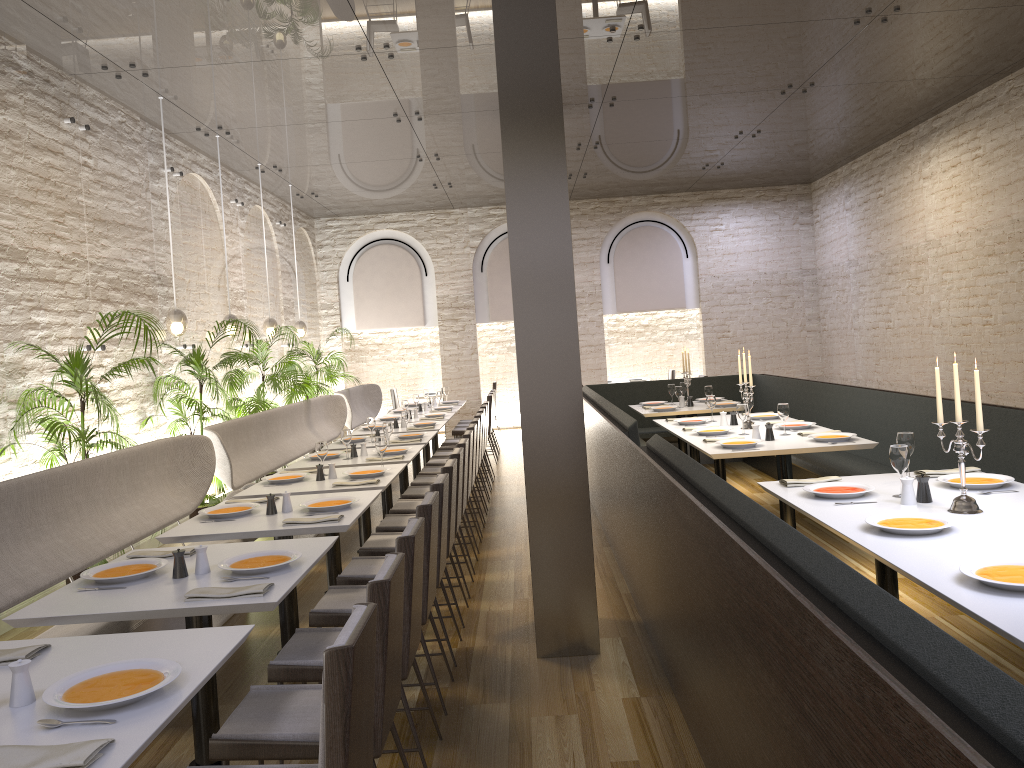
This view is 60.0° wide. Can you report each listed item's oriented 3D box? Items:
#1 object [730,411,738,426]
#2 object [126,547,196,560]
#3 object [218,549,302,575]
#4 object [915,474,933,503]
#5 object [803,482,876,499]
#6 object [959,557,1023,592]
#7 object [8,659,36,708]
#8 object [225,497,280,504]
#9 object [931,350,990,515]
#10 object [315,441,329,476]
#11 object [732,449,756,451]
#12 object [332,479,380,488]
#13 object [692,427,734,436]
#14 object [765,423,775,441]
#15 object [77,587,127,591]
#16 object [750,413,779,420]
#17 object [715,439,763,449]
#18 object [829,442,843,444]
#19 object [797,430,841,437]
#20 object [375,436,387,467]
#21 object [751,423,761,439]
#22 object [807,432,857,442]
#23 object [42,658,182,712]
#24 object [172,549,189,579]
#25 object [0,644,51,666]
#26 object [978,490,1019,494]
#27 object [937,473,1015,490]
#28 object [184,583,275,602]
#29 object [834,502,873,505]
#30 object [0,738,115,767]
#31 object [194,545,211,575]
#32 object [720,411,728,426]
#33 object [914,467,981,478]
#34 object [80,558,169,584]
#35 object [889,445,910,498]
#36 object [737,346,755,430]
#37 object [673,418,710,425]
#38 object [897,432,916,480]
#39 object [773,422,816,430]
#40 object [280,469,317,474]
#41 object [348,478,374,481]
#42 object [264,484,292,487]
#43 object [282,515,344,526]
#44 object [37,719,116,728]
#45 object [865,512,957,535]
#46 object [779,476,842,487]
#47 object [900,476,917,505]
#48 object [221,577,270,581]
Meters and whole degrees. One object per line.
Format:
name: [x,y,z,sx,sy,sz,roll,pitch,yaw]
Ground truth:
object: [1.847,0.285,7.385,0.069,0.126,0.069,-4,1,-6]
object: [-1.503,0.733,3.836,0.273,0.033,0.143,-4,3,1]
object: [-0.989,0.707,3.486,0.322,0.036,0.321,-5,3,-21]
object: [1.789,0.455,3.854,0.069,0.126,0.069,-4,1,-6]
object: [1.527,0.502,4.139,0.321,0.036,0.322,-3,3,20]
object: [1.511,0.573,2.637,0.322,0.036,0.321,-5,3,-23]
object: [-1.228,0.743,2.217,0.059,0.109,0.059,-4,1,-8]
object: [-1.489,0.673,5.087,0.273,0.033,0.143,-4,3,1]
object: [1.826,0.192,3.614,0.131,0.656,0.390,-4,1,12]
object: [-1.291,0.509,6.032,0.086,0.231,0.086,-3,1,43]
object: [1.539,0.432,5.832,0.185,0.010,0.017,-4,2,1]
object: [-0.967,0.617,5.510,0.273,0.033,0.143,-4,3,1]
object: [1.558,0.371,6.876,0.321,0.036,0.322,-3,3,20]
object: [1.816,0.340,6.251,0.068,0.126,0.069,-3,1,32]
object: [-1.531,0.763,3.311,0.185,0.010,0.017,-4,2,1]
object: [2.201,0.287,7.717,0.322,0.036,0.322,-4,3,-4]
object: [1.549,0.410,6.049,0.321,0.036,0.322,-4,3,-1]
object: [2.177,0.384,5.847,0.181,0.015,0.038,-4,2,2]
object: [2.213,0.356,6.386,0.273,0.033,0.143,-4,3,1]
object: [-0.902,0.477,6.131,0.086,0.231,0.086,-3,1,43]
object: [1.735,0.343,6.302,0.068,0.126,0.069,-4,1,24]
object: [2.182,0.367,6.040,0.322,0.036,0.321,-5,3,-23]
object: [-1.003,0.766,2.235,0.322,0.036,0.321,-5,3,-21]
object: [-1.285,0.691,3.423,0.059,0.109,0.059,-4,1,-8]
object: [-1.517,0.792,2.585,0.273,0.033,0.143,-4,3,1]
object: [2.155,0.476,3.925,0.181,0.015,0.038,-4,2,2]
object: [2.160,0.458,4.130,0.321,0.036,0.322,-3,3,20]
object: [-0.994,0.731,3.126,0.273,0.033,0.143,-4,3,1]
object: [1.517,0.523,3.910,0.185,0.010,0.017,-4,2,1]
object: [-1.008,0.790,1.875,0.273,0.033,0.143,-4,3,1]
object: [-1.214,0.684,3.468,0.059,0.109,0.059,-4,1,-8]
object: [1.765,0.290,7.389,0.069,0.126,0.069,-4,1,-6]
object: [2.191,0.441,4.464,0.273,0.033,0.143,-4,3,1]
object: [-1.525,0.743,3.494,0.322,0.036,0.321,-5,3,-21]
object: [1.755,0.393,4.001,0.086,0.231,0.086,-4,1,13]
object: [1.865,0.027,7.059,0.131,0.656,0.390,-4,1,12]
object: [1.568,0.330,7.727,0.322,0.036,0.322,-4,3,-4]
object: [1.972,0.358,4.424,0.086,0.231,0.086,-4,1,13]
object: [2.191,0.328,6.867,0.321,0.036,0.322,-3,3,20]
object: [-1.476,0.619,6.220,0.273,0.033,0.143,-4,3,1]
object: [-0.968,0.610,5.687,0.181,0.015,0.038,-4,2,2]
object: [-1.504,0.649,5.694,0.185,0.010,0.017,-4,2,1]
object: [-0.980,0.671,4.377,0.273,0.033,0.143,-4,3,1]
object: [-1.009,0.783,2.052,0.181,0.015,0.038,-4,2,2]
object: [1.519,0.538,3.379,0.322,0.036,0.321,-5,3,-23]
object: [1.505,0.488,4.472,0.273,0.033,0.143,-4,3,1]
object: [1.712,0.461,3.831,0.069,0.126,0.069,-4,1,-6]
object: [-0.995,0.723,3.303,0.181,0.015,0.038,-4,2,2]
